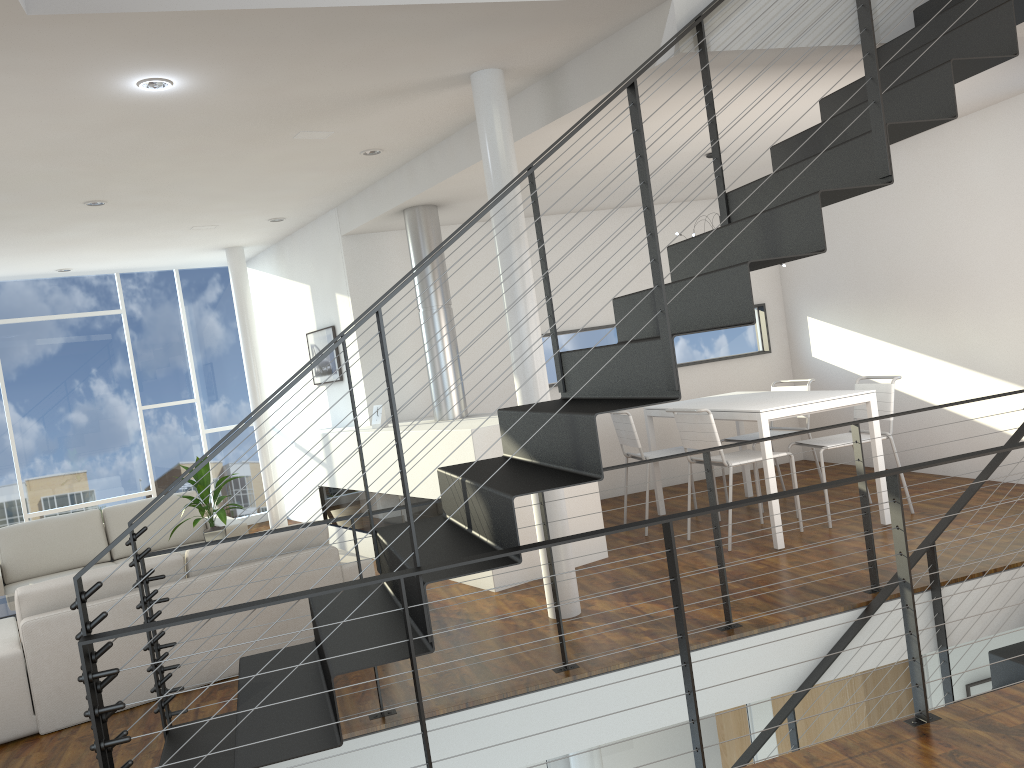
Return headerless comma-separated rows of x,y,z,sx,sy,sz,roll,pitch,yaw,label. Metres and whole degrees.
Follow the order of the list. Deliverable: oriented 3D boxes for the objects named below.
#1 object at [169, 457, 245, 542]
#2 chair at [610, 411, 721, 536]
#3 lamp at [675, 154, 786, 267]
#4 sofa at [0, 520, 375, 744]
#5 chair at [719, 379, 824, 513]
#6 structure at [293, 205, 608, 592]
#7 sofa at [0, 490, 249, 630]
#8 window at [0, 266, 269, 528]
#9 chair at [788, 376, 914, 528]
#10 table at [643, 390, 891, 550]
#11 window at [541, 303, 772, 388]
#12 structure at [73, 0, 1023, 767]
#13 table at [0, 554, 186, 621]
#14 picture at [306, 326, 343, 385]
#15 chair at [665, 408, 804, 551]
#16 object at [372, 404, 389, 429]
-1.724,0.696,5.106,0.458,0.602,0.431,-6,3,43,object
0.924,0.503,5.550,0.555,0.766,0.428,-9,3,-11,chair
1.247,-1.002,5.263,0.619,0.727,0.589,-8,2,5,lamp
-1.510,0.995,4.032,1.607,0.566,0.803,-9,2,-31,sofa
1.681,0.387,5.750,0.554,0.766,0.428,-9,3,-21,chair
-0.670,0.005,5.832,0.748,2.209,2.753,-10,3,-33,structure
-2.633,1.110,5.849,1.607,0.566,0.803,-9,2,-31,sofa
-4.022,-1.257,7.385,3.408,5.642,0.090,-10,3,-32,window
1.922,0.371,5.061,0.555,0.766,0.428,-9,3,-10,chair
1.442,0.449,5.274,0.699,0.721,1.400,-9,2,-16,table
1.102,-0.307,7.010,2.022,0.408,0.165,-9,3,-16,window
0.818,0.498,2.922,4.356,6.305,1.094,-9,3,-16,structure
-2.078,1.201,4.917,1.605,0.285,0.662,-9,2,-31,table
-1.452,-0.212,6.837,0.020,0.416,0.575,-10,3,-32,picture
1.225,0.476,4.924,0.554,0.766,0.428,-9,3,-20,chair
-0.881,0.215,5.860,0.100,0.151,0.061,-6,4,44,object
